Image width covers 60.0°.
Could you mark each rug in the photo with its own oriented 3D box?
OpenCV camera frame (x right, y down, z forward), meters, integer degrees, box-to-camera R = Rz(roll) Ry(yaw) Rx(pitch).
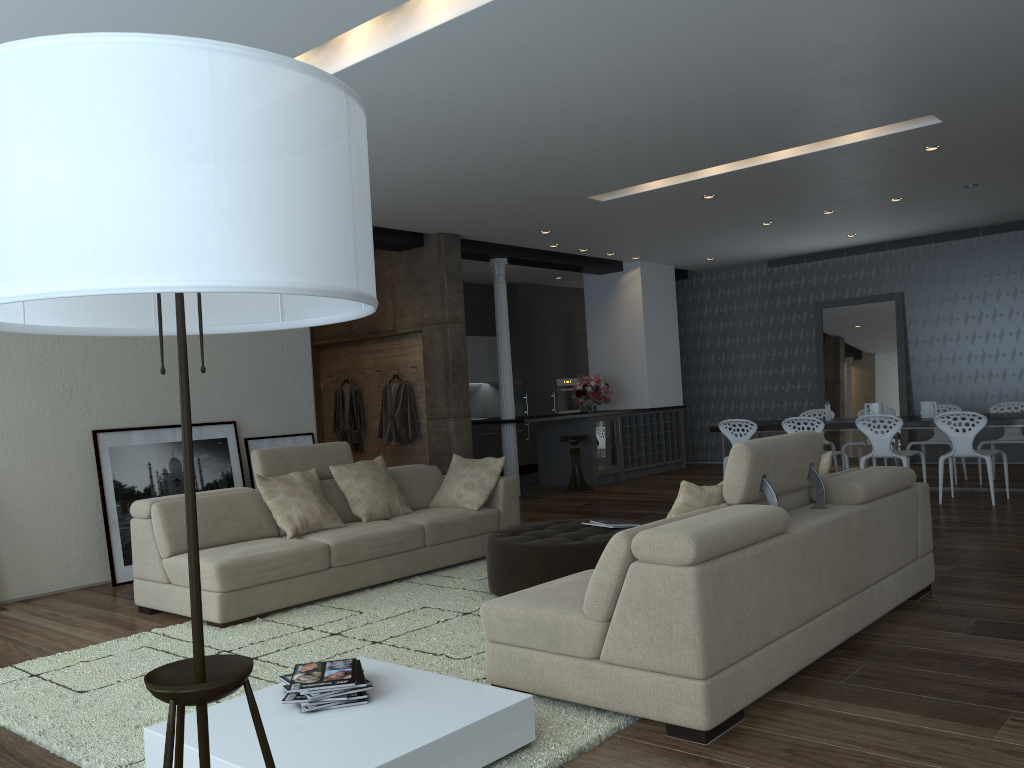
[{"bbox_3d":[-0.175,1.266,4.732,2.972,0.020,4.231,-4,-1,41],"label":"rug"}]

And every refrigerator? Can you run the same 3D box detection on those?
[{"bbox_3d":[1.234,0.797,11.612,0.075,0.774,0.578,-4,-1,45],"label":"refrigerator"}]

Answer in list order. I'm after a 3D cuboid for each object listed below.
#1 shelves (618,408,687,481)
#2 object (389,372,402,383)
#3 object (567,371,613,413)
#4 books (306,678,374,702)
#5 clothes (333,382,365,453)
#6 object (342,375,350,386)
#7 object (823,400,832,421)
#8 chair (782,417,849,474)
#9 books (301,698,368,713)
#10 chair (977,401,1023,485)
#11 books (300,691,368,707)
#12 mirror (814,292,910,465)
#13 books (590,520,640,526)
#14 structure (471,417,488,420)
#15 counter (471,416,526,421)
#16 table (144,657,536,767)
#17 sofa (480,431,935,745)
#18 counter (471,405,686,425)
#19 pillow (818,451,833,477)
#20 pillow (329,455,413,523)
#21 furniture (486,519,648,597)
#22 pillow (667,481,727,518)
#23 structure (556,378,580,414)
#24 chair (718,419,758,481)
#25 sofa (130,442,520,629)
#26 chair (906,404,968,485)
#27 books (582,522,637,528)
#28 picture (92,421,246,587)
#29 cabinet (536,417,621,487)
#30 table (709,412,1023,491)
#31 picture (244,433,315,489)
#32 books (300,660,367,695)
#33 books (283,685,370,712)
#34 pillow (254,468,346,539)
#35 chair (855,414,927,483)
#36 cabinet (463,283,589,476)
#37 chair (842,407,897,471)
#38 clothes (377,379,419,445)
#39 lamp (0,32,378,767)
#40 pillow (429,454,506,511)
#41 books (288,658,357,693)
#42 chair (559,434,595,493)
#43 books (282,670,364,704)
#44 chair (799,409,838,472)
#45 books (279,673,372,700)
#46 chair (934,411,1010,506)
[{"bbox_3d":[1.658,0.850,12.758,0.900,0.897,1.700,-4,-1,41],"label":"shelves"},{"bbox_3d":[-1.318,-0.067,10.047,0.430,0.219,0.010,-4,-1,41],"label":"object"},{"bbox_3d":[1.073,0.109,11.996,0.544,0.552,0.570,-3,-1,-43],"label":"object"},{"bbox_3d":[-0.629,1.041,3.099,0.220,0.010,0.300,-3,-1,-24],"label":"books"},{"bbox_3d":[-1.982,0.398,10.630,0.569,0.855,0.141,-4,-1,41],"label":"clothes"},{"bbox_3d":[-1.991,-0.015,10.645,0.430,0.219,0.010,-4,-1,41],"label":"object"},{"bbox_3d":[3.436,0.288,9.673,0.076,0.233,0.161,-4,-1,22],"label":"object"},{"bbox_3d":[3.034,0.732,8.925,0.495,0.835,0.581,-4,-1,41],"label":"chair"},{"bbox_3d":[-0.626,1.080,3.098,0.220,0.010,0.300,-3,-1,-14],"label":"books"},{"bbox_3d":[5.167,0.607,9.204,0.495,0.835,0.581,-4,-1,41],"label":"chair"},{"bbox_3d":[-0.628,1.061,3.099,0.220,0.010,0.300,-3,-1,-14],"label":"books"},{"bbox_3d":[4.760,-0.047,12.111,1.200,2.294,0.240,-4,-1,41],"label":"mirror"},{"bbox_3d":[0.632,0.857,5.468,0.220,0.040,0.301,-3,-1,-14],"label":"books"},{"bbox_3d":[-0.838,0.551,13.126,0.520,0.066,0.900,-4,-1,41],"label":"structure"},{"bbox_3d":[-1.257,0.679,12.695,0.807,0.223,3.597,-4,-1,41],"label":"counter"},{"bbox_3d":[-0.557,1.163,2.921,0.900,0.170,0.900,-4,-1,41],"label":"table"},{"bbox_3d":[1.070,0.715,4.206,1.021,0.950,2.581,-4,-1,41],"label":"sofa"},{"bbox_3d":[0.976,0.410,12.009,1.000,0.040,3.700,-4,-1,41],"label":"counter"},{"bbox_3d":[1.557,0.594,5.122,0.518,0.393,0.395,-4,-1,44],"label":"pillow"},{"bbox_3d":[-1.005,0.748,6.336,0.301,0.439,0.534,-4,-1,37],"label":"pillow"},{"bbox_3d":[0.373,1.057,5.417,1.057,0.355,1.057,-4,-1,43],"label":"furniture"},{"bbox_3d":[0.821,0.606,3.927,0.519,0.416,0.368,-3,-1,-45],"label":"pillow"},{"bbox_3d":[0.741,0.223,14.855,0.591,0.596,0.595,-4,-1,41],"label":"structure"},{"bbox_3d":[2.508,0.772,9.387,0.495,0.835,0.581,-4,-1,41],"label":"chair"},{"bbox_3d":[-1.153,0.884,6.133,1.021,0.950,2.581,-4,-1,41],"label":"sofa"},{"bbox_3d":[4.638,0.647,9.664,0.495,0.835,0.581,-4,-1,41],"label":"chair"},{"bbox_3d":[0.607,0.866,5.461,0.219,0.031,0.300,-3,-1,-34],"label":"books"},{"bbox_3d":[-2.598,0.889,6.914,0.225,1.140,1.183,-4,-1,41],"label":"picture"},{"bbox_3d":[0.893,0.881,11.872,0.900,0.897,0.642,-4,-1,41],"label":"cabinet"},{"bbox_3d":[3.924,0.737,9.352,3.400,0.733,1.200,-4,-1,41],"label":"table"},{"bbox_3d":[-1.936,0.937,7.693,0.195,0.988,0.700,-4,-1,41],"label":"picture"},{"bbox_3d":[-0.630,1.022,3.099,0.220,0.010,0.300,-3,-1,-14],"label":"books"},{"bbox_3d":[-0.652,1.072,3.092,0.220,0.010,0.300,-3,-1,-29],"label":"books"},{"bbox_3d":[-1.403,0.775,5.855,0.368,0.416,0.519,-4,-1,36],"label":"pillow"},{"bbox_3d":[3.585,0.690,8.436,0.495,0.835,0.581,-4,-1,41],"label":"chair"},{"bbox_3d":[-0.046,-0.073,14.142,0.827,2.980,7.409,-4,-1,41],"label":"cabinet"},{"bbox_3d":[4.108,0.687,10.123,0.495,0.835,0.581,-4,-1,41],"label":"chair"},{"bbox_3d":[-1.312,0.322,10.036,0.700,0.735,0.173,-4,-1,39],"label":"clothes"},{"bbox_3d":[-0.561,0.376,1.573,0.698,1.728,0.698,-3,-1,-25],"label":"lamp"},{"bbox_3d":[-0.327,0.736,6.755,0.518,0.393,0.395,-4,-1,37],"label":"pillow"},{"bbox_3d":[-0.655,1.014,3.093,0.220,0.010,0.300,-3,-1,-9],"label":"books"},{"bbox_3d":[2.763,0.933,8.204,21.556,0.952,16.134,-4,-1,41],"label":"chair"},{"bbox_3d":[-0.653,1.053,3.093,0.220,0.010,0.300,-3,-1,1],"label":"books"},{"bbox_3d":[3.578,0.727,10.583,0.495,0.835,0.581,-4,-1,41],"label":"chair"},{"bbox_3d":[-0.654,1.033,3.093,0.220,0.010,0.300,-3,-1,-34],"label":"books"},{"bbox_3d":[4.122,0.650,7.995,0.495,0.835,0.581,-4,-1,41],"label":"chair"}]
